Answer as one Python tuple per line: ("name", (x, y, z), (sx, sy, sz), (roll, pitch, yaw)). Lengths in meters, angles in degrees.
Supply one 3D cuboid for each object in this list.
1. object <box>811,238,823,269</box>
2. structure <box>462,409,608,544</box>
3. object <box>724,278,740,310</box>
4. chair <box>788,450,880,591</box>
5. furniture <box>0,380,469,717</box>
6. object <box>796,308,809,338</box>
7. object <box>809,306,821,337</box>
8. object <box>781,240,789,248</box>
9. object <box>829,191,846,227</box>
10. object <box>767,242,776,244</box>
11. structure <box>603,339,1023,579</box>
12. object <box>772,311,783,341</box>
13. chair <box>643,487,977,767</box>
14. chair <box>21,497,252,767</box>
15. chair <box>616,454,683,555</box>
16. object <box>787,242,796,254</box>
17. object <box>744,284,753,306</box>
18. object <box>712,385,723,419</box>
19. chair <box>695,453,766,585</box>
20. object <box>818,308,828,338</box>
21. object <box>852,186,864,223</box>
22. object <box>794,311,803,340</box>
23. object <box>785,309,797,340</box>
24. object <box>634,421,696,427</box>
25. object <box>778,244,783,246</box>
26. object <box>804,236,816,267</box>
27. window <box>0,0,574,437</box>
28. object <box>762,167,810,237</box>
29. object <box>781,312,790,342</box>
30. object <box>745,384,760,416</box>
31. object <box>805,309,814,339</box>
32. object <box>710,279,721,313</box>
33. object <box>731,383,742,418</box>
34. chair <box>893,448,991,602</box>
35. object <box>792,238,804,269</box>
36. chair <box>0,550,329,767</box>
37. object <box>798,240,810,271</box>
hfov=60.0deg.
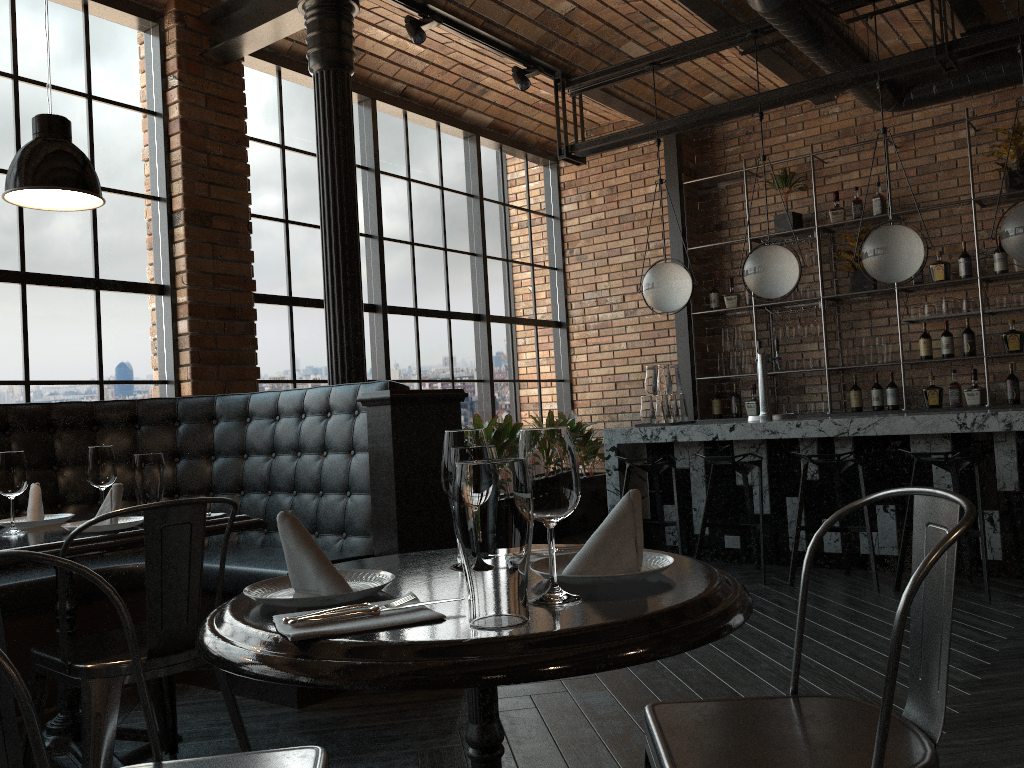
("object", (2.519, -1.077, 7.332), (0.092, 0.244, 0.092), (-5, -3, 42))
("structure", (-0.352, 0.750, 6.618), (0.757, 1.072, 4.107), (-5, -3, 36))
("object", (1.906, -0.781, 7.683), (0.123, 0.279, 0.123), (-4, -2, 26))
("chair", (1.801, 0.731, 4.933), (0.475, 0.737, 0.414), (-5, -2, 32))
("furniture", (-2.581, 0.648, 2.264), (1.979, 1.212, 5.451), (-5, -3, 37))
("object", (2.370, -0.498, 7.241), (0.092, 0.244, 0.092), (-5, -3, 42))
("object", (2.453, -0.505, 7.179), (0.092, 0.244, 0.092), (-5, -3, 42))
("object", (2.258, -1.063, 7.321), (0.092, 0.244, 0.092), (-5, -3, 42))
("object", (2.626, -1.417, 7.160), (0.123, 0.279, 0.123), (-4, -2, 25))
("object", (2.170, -1.055, 7.387), (0.092, 0.244, 0.092), (-5, -3, 42))
("structure", (3.340, 0.304, 5.163), (5.346, 1.430, 1.930), (-5, -3, 37))
("object", (2.203, -0.484, 7.366), (0.092, 0.244, 0.092), (-5, -3, 42))
("chair", (0.480, 0.620, 1.499), (0.558, 0.857, 0.504), (-3, -2, 2))
("chair", (-1.039, 0.743, 2.447), (0.558, 0.857, 0.504), (-5, -3, 42))
("chair", (0.894, 0.808, 5.611), (0.475, 0.737, 0.414), (-4, -2, 27))
("object", (2.357, -1.063, 7.453), (0.092, 0.244, 0.092), (-5, -3, 42))
("object", (2.039, -0.803, 7.605), (0.086, 0.299, 0.086), (-3, -2, -4))
("object", (1.801, 0.155, 7.792), (0.086, 0.299, 0.086), (-3, -2, -4))
("chair", (1.351, 0.769, 5.270), (0.475, 0.737, 0.414), (-5, -3, 42))
("object", (2.552, -0.506, 7.311), (0.092, 0.244, 0.092), (-5, -3, 42))
("object", (2.750, -1.430, 7.065), (0.083, 0.282, 0.083), (-4, -2, 22))
("object", (2.390, -0.492, 7.432), (0.092, 0.244, 0.092), (-5, -3, 42))
("object", (2.291, -0.491, 7.300), (0.092, 0.244, 0.092), (-5, -3, 42))
("object", (1.074, 0.278, 6.199), (0.273, 0.019, 0.437), (-5, -3, 37))
("object", (2.269, -1.056, 7.519), (0.092, 0.244, 0.092), (-5, -3, 42))
("object", (2.420, -1.076, 7.200), (0.092, 0.244, 0.092), (-5, -3, 42))
("window", (-4.370, -0.529, 2.052), (0.168, 3.253, 16.179), (-5, -3, 37))
("object", (2.304, -1.526, 7.430), (0.377, 0.554, 0.422), (-4, -2, 24))
("object", (2.302, -0.484, 7.498), (0.092, 0.244, 0.092), (-5, -3, 42))
("object", (2.068, 0.141, 7.568), (0.123, 0.279, 0.123), (-2, -3, -40))
("object", (2.469, -0.499, 7.373), (0.092, 0.244, 0.092), (-5, -3, 42))
("object", (1.789, -0.780, 7.826), (0.086, 0.298, 0.086), (-3, -2, -4))
("object", (1.935, 0.142, 7.653), (0.086, 0.297, 0.086), (-3, -2, -19))
("chair", (2.265, 0.691, 4.586), (0.414, 0.737, 0.475), (-1, -3, -43))
("object", (2.337, -1.069, 7.262), (0.092, 0.244, 0.092), (-5, -3, 42))
("chair", (-0.531, 0.673, 1.351), (0.558, 0.857, 0.504), (-3, -2, -8))
("object", (2.436, -1.070, 7.394), (0.092, 0.244, 0.092), (-5, -3, 42))
